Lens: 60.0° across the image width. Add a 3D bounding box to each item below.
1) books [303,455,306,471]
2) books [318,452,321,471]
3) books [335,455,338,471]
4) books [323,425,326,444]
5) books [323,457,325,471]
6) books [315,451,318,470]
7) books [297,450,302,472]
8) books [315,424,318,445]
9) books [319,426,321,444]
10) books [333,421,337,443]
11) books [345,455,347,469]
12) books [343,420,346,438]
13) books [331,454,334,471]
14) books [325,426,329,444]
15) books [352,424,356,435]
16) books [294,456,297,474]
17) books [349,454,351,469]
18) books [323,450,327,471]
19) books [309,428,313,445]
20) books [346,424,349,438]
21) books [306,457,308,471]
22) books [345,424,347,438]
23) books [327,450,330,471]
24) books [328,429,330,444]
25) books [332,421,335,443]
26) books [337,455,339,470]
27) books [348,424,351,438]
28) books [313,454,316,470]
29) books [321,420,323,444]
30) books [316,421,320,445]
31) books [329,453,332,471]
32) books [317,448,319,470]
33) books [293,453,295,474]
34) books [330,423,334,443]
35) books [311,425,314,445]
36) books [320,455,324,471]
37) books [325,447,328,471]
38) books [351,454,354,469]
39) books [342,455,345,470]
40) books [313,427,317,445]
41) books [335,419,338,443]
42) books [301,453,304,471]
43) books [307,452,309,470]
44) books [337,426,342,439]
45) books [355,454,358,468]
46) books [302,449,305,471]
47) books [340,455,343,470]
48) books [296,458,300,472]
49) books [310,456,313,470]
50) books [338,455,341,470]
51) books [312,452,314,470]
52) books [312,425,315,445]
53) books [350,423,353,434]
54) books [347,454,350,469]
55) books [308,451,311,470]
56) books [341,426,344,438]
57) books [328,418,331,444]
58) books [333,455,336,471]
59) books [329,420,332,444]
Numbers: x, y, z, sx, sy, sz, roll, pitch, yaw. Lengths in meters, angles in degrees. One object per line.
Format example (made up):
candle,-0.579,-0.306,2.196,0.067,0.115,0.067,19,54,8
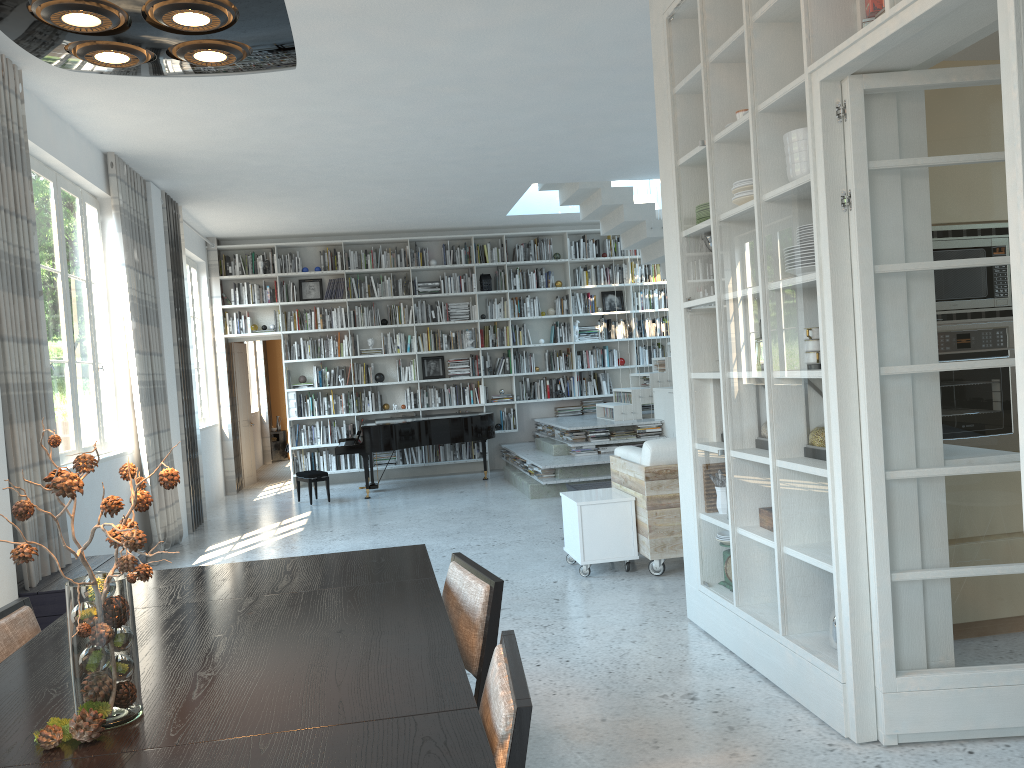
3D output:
books,-2.678,1.032,11.496,0.022,0.226,0.154,-4,2,-9
books,-2.498,1.009,11.539,0.022,0.246,0.135,-4,2,-9
books,-2.280,0.995,11.545,0.023,0.244,0.188,-4,2,-9
books,-2.435,0.657,11.541,0.031,0.239,0.132,-4,2,-9
books,-2.450,1.023,11.552,0.014,0.211,0.146,-4,2,-9
books,-2.535,1.006,11.527,0.027,0.257,0.160,-4,2,-9
books,-2.748,1.003,11.486,0.044,0.294,0.181,-4,2,-9
books,-2.534,0.647,11.529,0.013,0.274,0.146,-4,2,-9
books,-2.494,0.664,11.531,0.012,0.232,0.148,-4,2,-9
books,-2.302,0.622,11.553,0.022,0.291,0.137,-4,2,-9
books,-2.170,0.976,11.599,0.040,0.264,0.137,-4,2,-9
books,-2.180,0.614,11.579,0.025,0.288,0.130,-4,2,-9
books,-2.335,1.018,11.543,0.028,0.206,0.171,-4,2,-9
books,-2.405,0.662,11.542,0.028,0.225,0.134,-4,2,-9
books,-2.061,0.635,11.591,0.030,0.230,0.151,-4,2,-9
books,-2.801,1.046,11.490,0.023,0.216,0.158,-4,2,-9
books,-2.120,0.953,11.574,0.012,0.304,0.165,-4,2,-9
books,-2.426,0.994,11.529,0.031,0.266,0.186,-4,2,-9
books,-2.598,0.677,11.489,0.028,0.223,0.189,-4,2,-9
books,-2.142,0.642,11.594,0.030,0.227,0.140,-4,2,-9
books,-2.657,1.050,11.507,0.022,0.186,0.145,-4,2,-9
books,-2.157,0.637,11.556,0.011,0.240,0.174,-4,2,-9
books,-2.385,0.991,11.536,0.025,0.266,0.159,-4,2,-9
books,-2.384,0.668,11.545,0.013,0.209,0.154,-4,2,-9
books,-2.321,0.626,11.562,0.013,0.284,0.139,-4,2,-9
books,-2.269,0.960,11.576,0.013,0.310,0.130,-4,2,-9
books,-2.109,0.640,11.556,0.023,0.228,0.190,-4,2,-9
books,-2.557,1.026,11.518,0.022,0.221,0.163,-4,2,-9
books,-2.468,0.626,11.513,0.039,0.307,0.172,-4,2,-9
books,-2.515,0.632,11.524,0.027,0.299,0.142,-4,2,-9
books,-2.360,1.013,11.540,0.021,0.218,0.190,-4,2,-9
books,-2.514,0.983,11.515,0.013,0.300,0.183,-4,2,-9
books,-2.820,1.028,11.486,0.012,0.254,0.161,-4,2,-9
books,-2.341,0.642,11.557,0.029,0.254,0.153,-4,2,-9
books,-2.580,0.659,11.494,0.013,0.257,0.189,-4,2,-9
books,-2.467,1.029,11.519,0.030,0.202,0.168,-4,2,-9
books,-2.408,0.973,11.550,0.014,0.304,0.139,-4,2,-9
books,-2.084,0.974,11.604,0.065,0.256,0.155,-4,2,-9
books,-2.200,0.983,11.572,0.027,0.256,0.179,-4,2,-9
books,-2.550,0.670,11.507,0.028,0.229,0.157,-4,2,-9
books,-2.285,0.616,11.550,0.013,0.301,0.172,-4,2,-9
books,-2.714,1.024,11.498,0.024,0.246,0.143,-4,2,-9
books,-2.639,1.012,11.489,0.013,0.262,0.174,-4,2,-9
books,-2.247,0.655,11.559,0.059,0.216,0.177,-4,2,-9
books,-2.040,0.961,11.612,0.027,0.276,0.143,-4,2,-9
books,-2.698,0.987,11.497,0.011,0.319,0.157,-4,2,-9
books,-2.223,1.000,11.571,0.022,0.225,0.141,-4,2,-9
books,-2.771,1.057,11.468,0.029,0.190,0.176,-4,1,-9
books,-2.601,1.036,11.518,0.022,0.205,0.158,-4,2,-9
books,-2.247,1.007,11.579,0.024,0.214,0.137,-4,2,-9
books,-2.581,1.012,11.524,0.022,0.252,0.139,-4,2,-9
books,-2.567,0.660,11.491,0.010,0.252,0.177,-4,2,-9
books,-2.091,0.634,11.596,0.026,0.236,0.140,-4,2,-9
books,-2.137,0.959,11.574,0.021,0.296,0.188,-4,2,-9
books,-2.622,1.008,11.498,0.023,0.266,0.177,-4,2,-9
books,-2.206,0.658,11.584,0.030,0.203,0.142,-4,2,-9
books,-2.372,0.610,11.524,0.014,0.325,0.170,-4,2,-9
books,-2.304,1.025,11.541,0.031,0.188,0.190,-4,1,-9
books,-2.359,0.624,11.535,0.012,0.295,0.176,-4,2,-9
